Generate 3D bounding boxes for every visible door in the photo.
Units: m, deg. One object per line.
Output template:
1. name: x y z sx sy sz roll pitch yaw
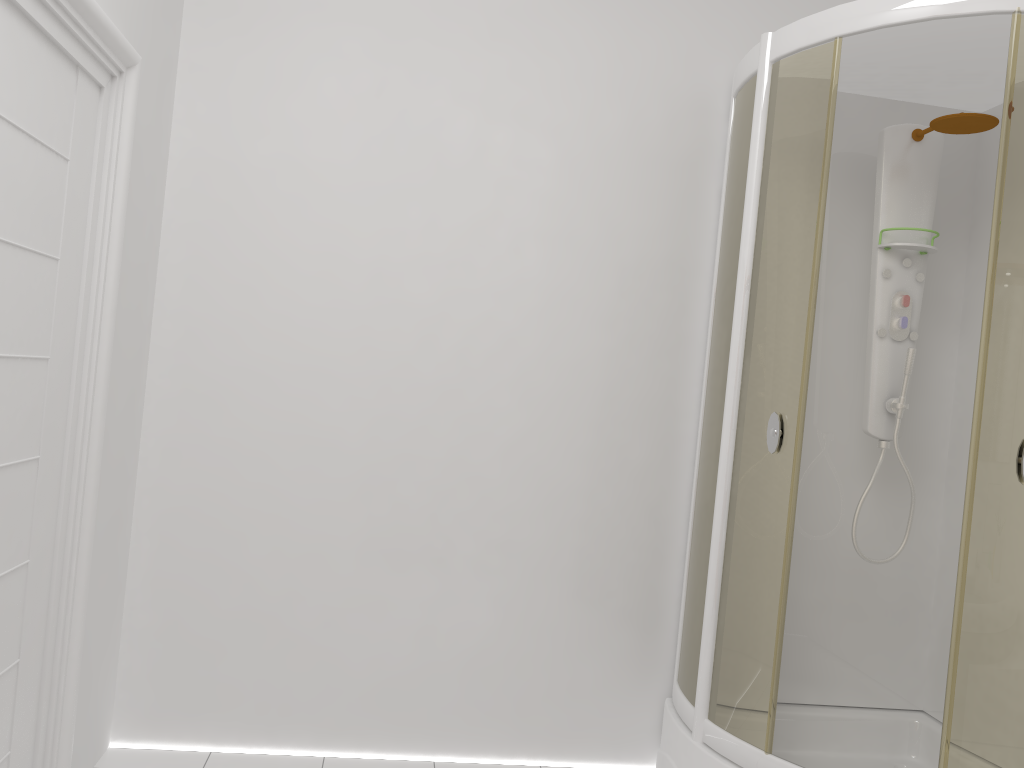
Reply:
1. door: -0.948 0.149 1.672 0.068 1.885 0.915 6 0 -7

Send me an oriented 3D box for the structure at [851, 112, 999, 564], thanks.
1. structure: 1.187 -0.121 2.561 0.201 1.343 0.358 6 0 -7

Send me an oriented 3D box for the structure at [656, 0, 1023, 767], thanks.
1. structure: 1.050 0.172 2.414 0.932 2.234 0.933 6 0 -8
